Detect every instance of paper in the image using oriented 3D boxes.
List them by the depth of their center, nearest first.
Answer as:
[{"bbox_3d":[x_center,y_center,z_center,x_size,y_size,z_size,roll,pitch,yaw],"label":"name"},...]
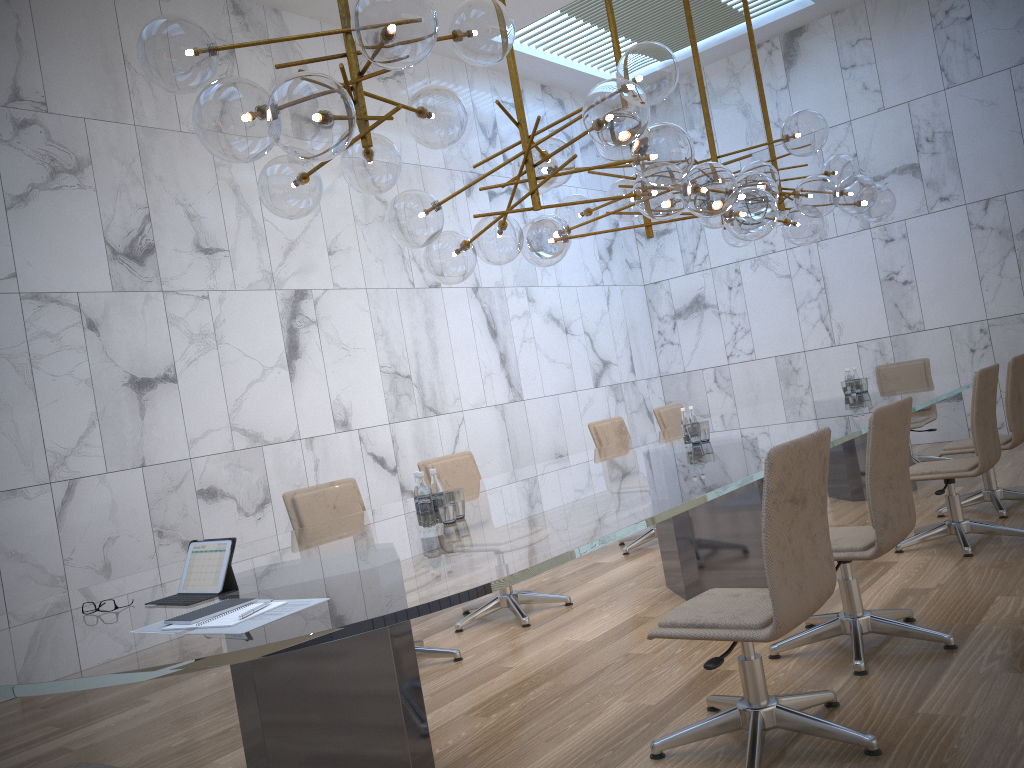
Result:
[{"bbox_3d":[-0.632,0.580,2.219,0.210,0.001,0.290,-11,-1,33],"label":"paper"},{"bbox_3d":[-0.632,0.580,2.219,0.210,0.001,0.290,-11,-1,31],"label":"paper"},{"bbox_3d":[-0.632,0.579,2.219,0.210,0.001,0.290,-11,-1,32],"label":"paper"},{"bbox_3d":[-0.816,0.614,2.357,0.210,0.001,0.290,-11,-1,37],"label":"paper"},{"bbox_3d":[-0.829,0.617,2.359,0.210,0.001,0.290,-11,-1,36],"label":"paper"}]

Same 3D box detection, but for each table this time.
[{"bbox_3d":[1.147,0.754,5.155,2.092,0.835,7.924,-11,-1,39],"label":"table"}]

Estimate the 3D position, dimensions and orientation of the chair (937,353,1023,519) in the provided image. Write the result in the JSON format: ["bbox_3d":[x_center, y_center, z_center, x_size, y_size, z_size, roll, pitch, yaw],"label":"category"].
[{"bbox_3d":[3.174,0.339,5.926,0.697,1.000,0.726,-11,-1,39],"label":"chair"}]

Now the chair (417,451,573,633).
[{"bbox_3d":[-0.122,0.901,5.352,0.697,1.000,0.726,-11,-1,39],"label":"chair"}]

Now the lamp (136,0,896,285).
[{"bbox_3d":[0.589,-2.005,5.121,1.557,2.716,5.672,-11,-1,39],"label":"lamp"}]

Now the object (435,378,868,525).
[{"bbox_3d":[1.284,0.252,5.382,0.183,0.117,5.112,-11,-1,39],"label":"object"}]

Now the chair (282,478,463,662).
[{"bbox_3d":[-0.738,0.993,4.584,0.697,1.000,0.726,-11,-1,39],"label":"chair"}]

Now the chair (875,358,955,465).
[{"bbox_3d":[3.660,0.303,8.308,0.726,1.000,0.697,-11,-2,39],"label":"chair"}]

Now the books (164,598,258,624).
[{"bbox_3d":[-0.797,0.601,2.348,0.126,0.012,0.205,-11,-1,36],"label":"books"}]

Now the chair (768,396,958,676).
[{"bbox_3d":[1.403,0.602,3.717,0.697,1.000,0.726,-11,-1,39],"label":"chair"}]

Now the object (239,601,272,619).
[{"bbox_3d":[-0.650,0.572,2.257,0.011,0.011,0.158,-10,-1,14],"label":"object"}]

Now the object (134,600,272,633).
[{"bbox_3d":[-0.816,0.614,2.357,0.210,0.001,0.290,-11,-1,37],"label":"object"}]

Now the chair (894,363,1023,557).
[{"bbox_3d":[2.556,0.431,5.154,0.697,1.000,0.726,-11,-1,39],"label":"chair"}]

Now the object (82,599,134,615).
[{"bbox_3d":[-1.253,0.680,2.749,0.134,0.037,0.096,-10,-1,17],"label":"object"}]

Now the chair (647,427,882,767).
[{"bbox_3d":[0.781,0.695,2.940,0.697,1.000,0.726,-11,-1,39],"label":"chair"}]

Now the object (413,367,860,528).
[{"bbox_3d":[1.247,0.210,5.425,0.124,0.213,5.189,-11,-1,39],"label":"object"}]

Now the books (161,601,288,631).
[{"bbox_3d":[-0.736,0.594,2.280,0.239,0.012,0.205,-10,-1,26],"label":"books"}]

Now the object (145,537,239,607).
[{"bbox_3d":[-0.982,0.570,2.689,0.255,0.159,0.205,-11,-1,39],"label":"object"}]

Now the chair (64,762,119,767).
[{"bbox_3d":[-1.232,1.030,2.218,0.726,1.000,0.697,-11,-1,39],"label":"chair"}]

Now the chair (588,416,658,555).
[{"bbox_3d":[1.028,0.730,6.786,0.697,1.000,0.726,-11,-1,39],"label":"chair"}]

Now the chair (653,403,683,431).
[{"bbox_3d":[1.651,0.638,7.563,0.697,1.000,0.726,-11,-1,39],"label":"chair"}]
